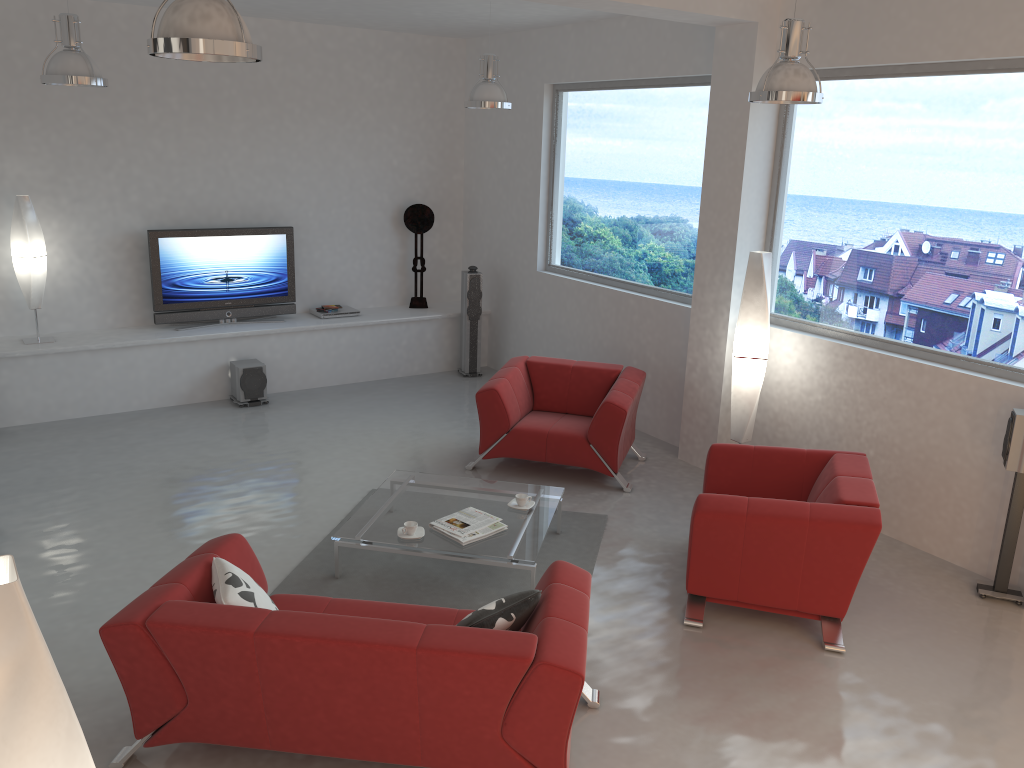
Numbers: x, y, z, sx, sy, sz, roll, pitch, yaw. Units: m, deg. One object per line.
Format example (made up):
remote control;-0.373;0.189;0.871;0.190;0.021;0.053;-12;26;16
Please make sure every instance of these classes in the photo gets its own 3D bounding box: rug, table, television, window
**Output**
rug;-0.348;1.046;5.436;1.700;0.025;1.700;5;16;11
table;-0.341;0.903;5.409;1.162;0.286;1.097;5;16;11
television;-2.762;-1.038;8.557;1.356;0.919;0.343;-8;18;-32
window;1.063;-1.743;7.853;0.100;1.800;2.400;-8;18;-32
window;2.597;-1.075;5.607;0.100;1.800;2.400;-8;18;-32

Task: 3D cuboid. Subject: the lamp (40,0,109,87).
lamp;-2.697;-2.239;5.395;0.379;0.800;0.379;-9;19;-36

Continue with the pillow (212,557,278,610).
pillow;-1.094;0.937;3.696;0.288;0.343;0.402;-5;17;-25

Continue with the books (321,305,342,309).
books;-1.869;-0.800;9.200;0.190;0.015;0.135;-5;17;-23

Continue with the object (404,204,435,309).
object;-1.014;-1.387;9.648;0.331;1.130;0.108;0;16;-9

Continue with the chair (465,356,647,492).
chair;0.392;0.269;6.982;1.288;0.738;0.951;6;16;16

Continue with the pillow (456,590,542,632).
pillow;-0.105;1.001;3.586;0.402;0.343;0.288;-11;20;-39

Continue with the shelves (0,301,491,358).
shelves;-2.710;-0.544;8.594;5.500;0.050;0.650;-8;18;-32

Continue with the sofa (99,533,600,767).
sofa;-0.589;1.139;3.690;1.929;0.738;0.951;4;15;6

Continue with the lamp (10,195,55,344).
lamp;-4.101;-0.976;7.558;0.263;1.239;0.263;-11;20;-40

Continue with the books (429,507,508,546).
books;-0.254;0.814;5.137;0.367;0.035;0.345;-12;21;-42

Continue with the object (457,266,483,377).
object;-0.439;-0.678;9.490;0.255;1.184;0.273;-3;16;-18

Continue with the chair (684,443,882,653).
chair;1.524;0.823;5.104;0.951;0.738;1.288;6;16;16

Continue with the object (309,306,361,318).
object;-1.850;-0.755;9.263;0.430;0.045;0.352;-8;18;-32

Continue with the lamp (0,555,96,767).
lamp;-0.869;1.156;1.625;0.313;1.779;0.313;-5;17;-25

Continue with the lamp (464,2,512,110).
lamp;-0.181;-2.595;7.007;0.379;0.800;0.379;3;15;6

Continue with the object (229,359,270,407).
object;-2.476;-0.011;8.338;0.336;0.374;0.337;-8;18;-32

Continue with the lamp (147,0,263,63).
lamp;-1.054;-1.523;2.989;0.379;0.800;0.379;-11;20;-39

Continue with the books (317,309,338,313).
books;-1.913;-0.765;9.183;0.135;0.015;0.190;8;16;20

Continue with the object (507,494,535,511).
object;0.058;0.721;5.453;0.153;0.069;0.153;8;17;22

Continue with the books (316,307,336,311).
books;-1.914;-0.780;9.181;0.135;0.015;0.190;13;19;35

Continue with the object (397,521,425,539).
object;-0.570;0.821;5.008;0.153;0.069;0.153;0;15;-7

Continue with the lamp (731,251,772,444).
lamp;1.685;-0.052;6.345;0.313;1.779;0.313;-11;20;-40

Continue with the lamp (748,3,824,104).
lamp;1.462;-1.880;4.601;0.379;0.800;0.379;1;15;-5

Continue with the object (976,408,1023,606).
object;2.850;0.699;5.014;0.229;1.112;0.214;8;16;20
